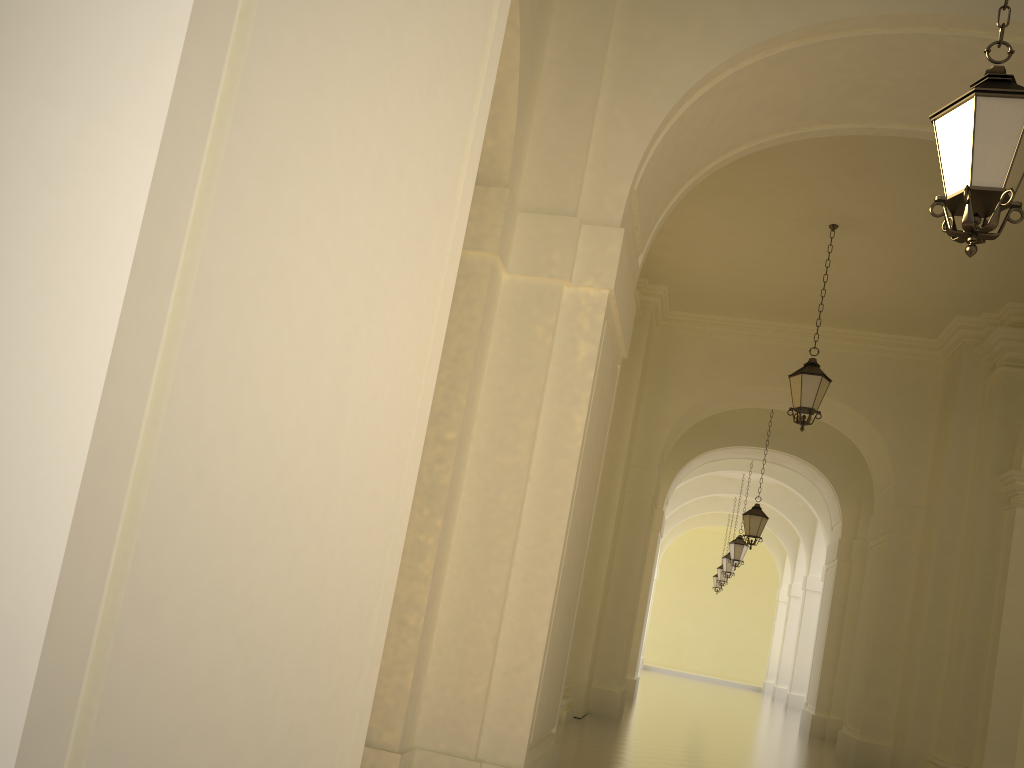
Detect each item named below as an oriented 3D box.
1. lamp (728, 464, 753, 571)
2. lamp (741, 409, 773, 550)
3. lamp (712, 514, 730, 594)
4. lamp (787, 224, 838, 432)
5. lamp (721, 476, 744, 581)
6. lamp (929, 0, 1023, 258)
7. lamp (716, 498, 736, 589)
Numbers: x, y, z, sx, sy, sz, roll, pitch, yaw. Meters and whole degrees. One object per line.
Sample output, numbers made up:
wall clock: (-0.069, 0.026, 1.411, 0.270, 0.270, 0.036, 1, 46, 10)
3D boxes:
lamp: (5.740, 2.974, 21.555, 0.507, 3.257, 0.451, 9, -6, 13)
lamp: (4.783, 1.535, 16.639, 0.447, 3.257, 0.513, 12, -6, -17)
lamp: (7.925, 6.256, 32.775, 0.507, 3.257, 0.451, 9, -6, 13)
lamp: (3.630, -0.671, 10.394, 0.439, 2.525, 0.522, 5, -8, 43)
lamp: (6.479, 4.083, 25.348, 0.507, 3.257, 0.451, 9, -6, 13)
lamp: (2.331, -2.151, 4.039, 0.447, 3.257, 0.513, 12, -6, -17)
lamp: (7.204, 5.173, 29.073, 0.507, 3.257, 0.451, 9, -6, 13)
